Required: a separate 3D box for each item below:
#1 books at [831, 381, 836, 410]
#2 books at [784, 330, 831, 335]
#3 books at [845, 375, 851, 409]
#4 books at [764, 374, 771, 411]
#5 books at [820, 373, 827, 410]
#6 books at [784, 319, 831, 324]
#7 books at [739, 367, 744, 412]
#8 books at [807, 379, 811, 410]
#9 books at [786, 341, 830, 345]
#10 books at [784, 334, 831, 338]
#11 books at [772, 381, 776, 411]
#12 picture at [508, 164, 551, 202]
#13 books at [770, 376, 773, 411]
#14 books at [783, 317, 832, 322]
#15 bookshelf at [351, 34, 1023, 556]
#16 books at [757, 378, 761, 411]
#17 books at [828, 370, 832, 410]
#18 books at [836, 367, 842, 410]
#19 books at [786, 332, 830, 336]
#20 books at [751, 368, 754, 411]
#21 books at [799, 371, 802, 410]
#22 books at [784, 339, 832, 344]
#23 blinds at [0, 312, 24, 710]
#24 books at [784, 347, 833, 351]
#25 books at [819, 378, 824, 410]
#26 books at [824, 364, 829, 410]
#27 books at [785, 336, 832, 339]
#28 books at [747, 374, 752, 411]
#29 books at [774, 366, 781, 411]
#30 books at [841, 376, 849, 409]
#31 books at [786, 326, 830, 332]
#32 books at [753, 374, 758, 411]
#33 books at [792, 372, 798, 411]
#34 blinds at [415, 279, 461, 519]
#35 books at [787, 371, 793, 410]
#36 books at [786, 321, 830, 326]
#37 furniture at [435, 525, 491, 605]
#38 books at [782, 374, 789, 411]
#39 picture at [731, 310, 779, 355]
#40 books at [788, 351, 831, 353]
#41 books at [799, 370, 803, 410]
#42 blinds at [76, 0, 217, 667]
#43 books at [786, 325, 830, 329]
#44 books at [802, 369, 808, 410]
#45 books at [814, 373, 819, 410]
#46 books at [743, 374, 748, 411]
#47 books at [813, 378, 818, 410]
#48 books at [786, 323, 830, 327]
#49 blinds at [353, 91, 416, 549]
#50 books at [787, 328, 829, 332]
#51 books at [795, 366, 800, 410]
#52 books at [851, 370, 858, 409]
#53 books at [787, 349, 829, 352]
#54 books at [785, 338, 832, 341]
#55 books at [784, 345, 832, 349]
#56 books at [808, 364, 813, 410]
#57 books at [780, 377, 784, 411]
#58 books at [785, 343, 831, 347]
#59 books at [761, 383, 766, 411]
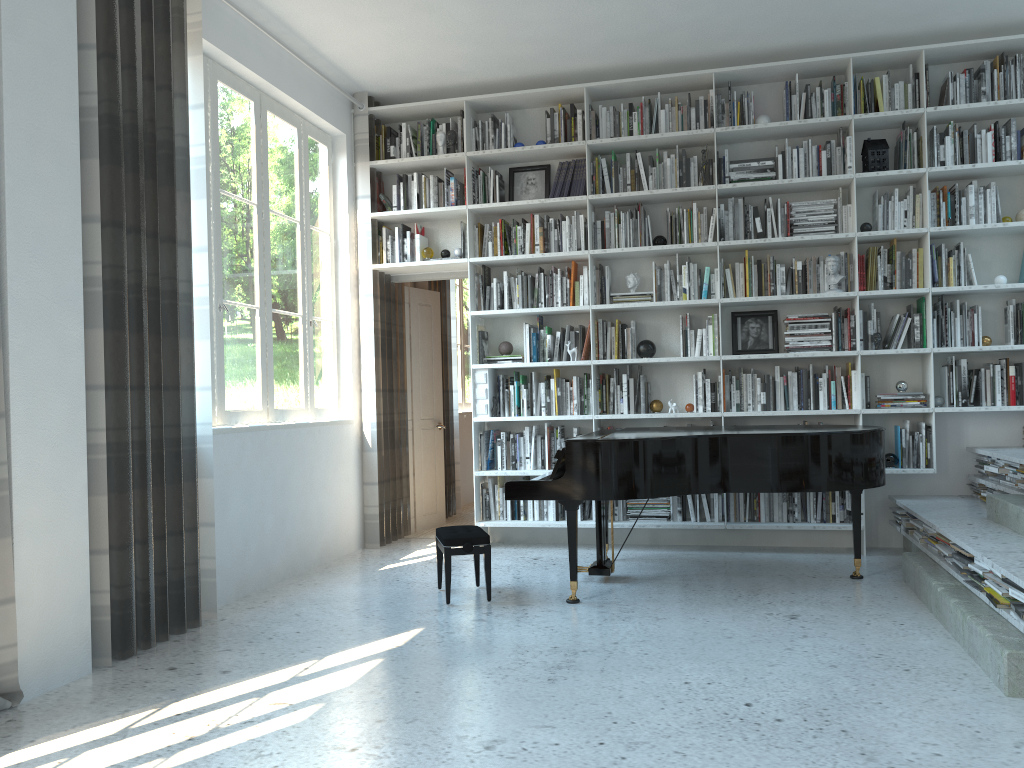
[{"bbox_3d":[2.072,0.074,5.737,0.023,0.183,0.169,-2,-1,14],"label":"books"},{"bbox_3d":[1.927,-0.334,5.784,0.285,0.012,0.159,-2,-1,19],"label":"books"},{"bbox_3d":[2.165,0.054,5.716,0.011,0.216,0.166,-2,-1,14],"label":"books"},{"bbox_3d":[1.681,0.058,5.838,0.029,0.238,0.165,-2,-1,14],"label":"books"},{"bbox_3d":[2.023,0.049,5.754,0.023,0.234,0.174,-2,-1,14],"label":"books"},{"bbox_3d":[1.927,-0.408,5.791,0.285,0.012,0.159,-2,-1,16],"label":"books"},{"bbox_3d":[1.527,0.037,5.905,0.027,0.290,0.140,-2,0,14],"label":"books"},{"bbox_3d":[1.934,0.068,5.791,0.021,0.203,0.128,-2,-1,14],"label":"books"},{"bbox_3d":[1.929,-0.263,5.784,0.254,0.012,0.161,-2,-1,9],"label":"books"},{"bbox_3d":[1.928,-0.310,5.784,0.285,0.012,0.159,-2,-1,19],"label":"books"},{"bbox_3d":[1.719,0.078,5.826,0.023,0.196,0.165,-2,-1,14],"label":"books"},{"bbox_3d":[0.125,-1.401,6.289,0.300,0.300,0.077,-2,0,14],"label":"picture"},{"bbox_3d":[1.704,0.062,5.843,0.013,0.230,0.139,-2,-1,14],"label":"books"},{"bbox_3d":[1.925,-0.420,5.785,0.285,0.012,0.159,-2,-1,9],"label":"books"},{"bbox_3d":[1.986,-0.476,5.712,6.297,3.142,0.330,-2,0,14],"label":"bookshelf"},{"bbox_3d":[1.627,0.070,5.848,0.023,0.217,0.174,-2,-1,14],"label":"books"},{"bbox_3d":[2.059,0.038,5.765,0.014,0.256,0.145,-2,-1,14],"label":"books"},{"bbox_3d":[2.108,0.028,5.741,0.026,0.272,0.175,-2,-1,14],"label":"books"},{"bbox_3d":[1.928,-0.322,5.785,0.254,0.012,0.161,-2,-1,9],"label":"books"},{"bbox_3d":[1.589,0.039,5.862,0.013,0.282,0.166,-2,-1,14],"label":"books"},{"bbox_3d":[1.881,0.045,5.807,0.011,0.251,0.158,-2,-1,14],"label":"books"},{"bbox_3d":[1.932,-0.274,5.795,0.285,0.012,0.159,-2,-1,14],"label":"books"},{"bbox_3d":[-1.935,-0.516,2.631,0.183,3.261,1.026,-2,0,13],"label":"blinds"},{"bbox_3d":[1.930,-0.227,5.783,0.285,0.012,0.159,-2,-1,9],"label":"books"},{"bbox_3d":[2.001,0.065,5.760,0.023,0.204,0.167,-2,-1,14],"label":"books"},{"bbox_3d":[2.043,0.019,5.762,0.014,0.294,0.137,-2,0,14],"label":"books"},{"bbox_3d":[1.930,-0.298,5.791,0.285,0.012,0.159,-2,-1,16],"label":"books"},{"bbox_3d":[1.571,0.058,5.870,0.027,0.245,0.179,-2,-1,14],"label":"books"},{"bbox_3d":[1.745,0.030,5.833,0.026,0.291,0.152,-2,0,14],"label":"books"},{"bbox_3d":[2.139,0.057,5.722,0.042,0.212,0.169,-2,-1,14],"label":"books"},{"bbox_3d":[1.928,-0.359,5.789,0.254,0.012,0.161,-2,-1,11],"label":"books"},{"bbox_3d":[1.611,0.057,5.875,0.021,0.244,0.141,-2,-1,14],"label":"books"},{"bbox_3d":[1.846,0.049,5.798,0.026,0.245,0.191,-2,-1,14],"label":"books"},{"bbox_3d":[-0.665,-0.435,7.779,0.140,3.231,0.776,-2,0,14],"label":"blinds"},{"bbox_3d":[1.827,0.046,5.830,0.025,0.254,0.136,-2,0,14],"label":"books"},{"bbox_3d":[1.926,-0.395,5.787,0.254,0.012,0.161,-2,-1,10],"label":"books"},{"bbox_3d":[-0.259,0.932,4.658,0.240,0.353,0.467,-1,-1,-11],"label":"furniture"},{"bbox_3d":[1.797,0.055,5.822,0.031,0.237,0.159,-2,-1,14],"label":"books"},{"bbox_3d":[1.621,-0.339,5.919,0.300,0.300,0.077,-2,0,14],"label":"picture"},{"bbox_3d":[1.931,-0.203,5.786,0.254,0.012,0.161,-2,-1,10],"label":"books"},{"bbox_3d":[1.889,0.040,5.794,0.010,0.261,0.181,-2,-1,14],"label":"books"},{"bbox_3d":[-1.619,-0.481,3.925,0.140,3.231,0.776,-2,0,14],"label":"blinds"},{"bbox_3d":[1.927,-0.371,5.787,0.254,0.012,0.161,-2,-1,10],"label":"books"},{"bbox_3d":[1.906,0.038,5.783,0.028,0.264,0.161,-2,-1,14],"label":"books"},{"bbox_3d":[1.985,0.051,5.776,0.014,0.235,0.154,-2,-1,14],"label":"books"},{"bbox_3d":[1.551,0.058,5.893,0.024,0.247,0.132,-2,0,14],"label":"books"},{"bbox_3d":[1.964,0.065,5.770,0.024,0.207,0.183,-2,-1,14],"label":"books"},{"bbox_3d":[1.927,-0.383,5.789,0.254,0.012,0.161,-2,-1,11],"label":"books"},{"bbox_3d":[-0.949,-0.449,6.635,0.140,3.231,0.776,-2,0,14],"label":"blinds"},{"bbox_3d":[1.928,-0.346,5.789,0.254,0.012,0.161,-2,-1,17],"label":"books"},{"bbox_3d":[1.870,0.029,5.816,0.014,0.286,0.134,-2,0,14],"label":"books"},{"bbox_3d":[2.195,0.038,5.703,0.033,0.246,0.176,-2,-1,14],"label":"books"},{"bbox_3d":[1.932,-0.215,5.790,0.254,0.012,0.161,-2,-1,16],"label":"books"},{"bbox_3d":[1.931,-0.286,5.793,0.285,0.012,0.159,-2,-1,15],"label":"books"},{"bbox_3d":[1.932,-0.239,5.793,0.285,0.012,0.159,-2,-1,13],"label":"books"},{"bbox_3d":[1.946,0.021,5.777,0.012,0.296,0.177,-2,-1,14],"label":"books"},{"bbox_3d":[1.773,0.064,5.835,0.025,0.220,0.140,-2,-1,14],"label":"books"},{"bbox_3d":[1.929,-0.251,5.784,0.285,0.012,0.159,-2,-1,19],"label":"books"},{"bbox_3d":[1.652,0.086,5.838,0.029,0.184,0.174,-2,-1,14],"label":"books"}]
